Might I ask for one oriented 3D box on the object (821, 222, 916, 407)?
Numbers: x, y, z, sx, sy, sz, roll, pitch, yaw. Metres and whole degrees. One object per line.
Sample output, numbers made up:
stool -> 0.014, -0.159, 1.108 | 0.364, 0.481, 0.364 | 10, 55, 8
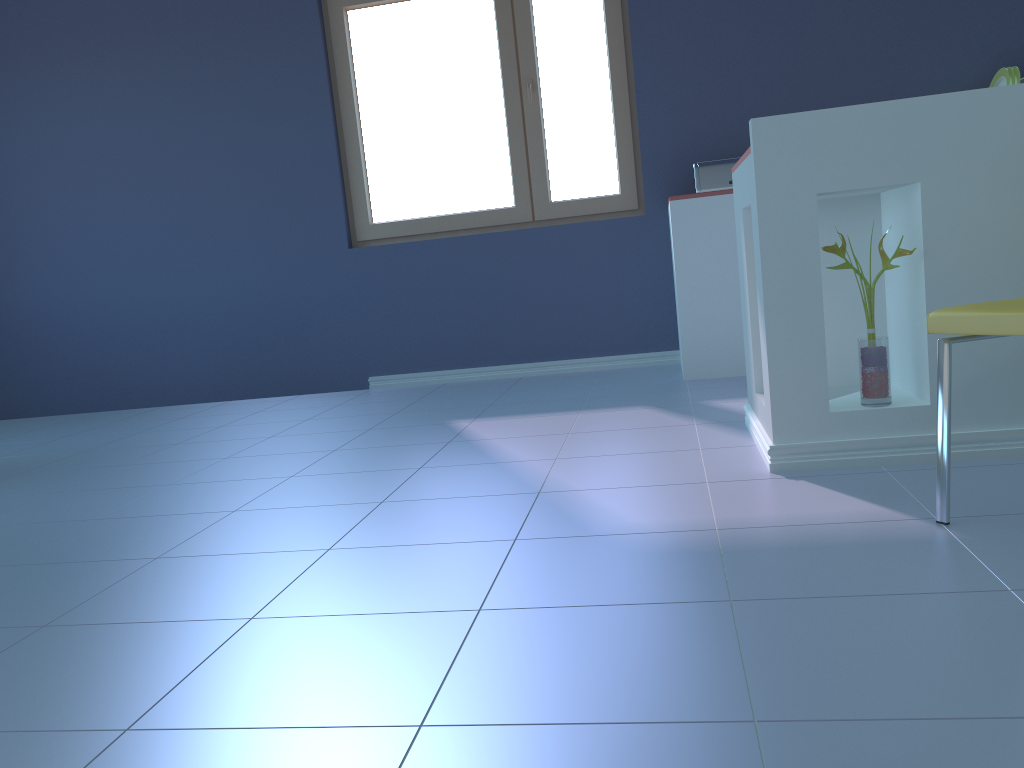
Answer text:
object -> 0.815, -0.160, 2.024 | 0.229, 0.423, 0.067 | 0, 10, 41

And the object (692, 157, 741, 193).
object -> 0.982, -0.911, 3.876 | 0.364, 0.153, 0.235 | -5, 7, 10

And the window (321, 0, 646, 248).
window -> -0.150, -1.367, 4.278 | 1.475, 1.263, 0.142 | -5, 7, 10

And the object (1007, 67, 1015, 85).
object -> 2.062, -1.218, 3.728 | 0.053, 0.214, 0.220 | -5, 7, 7

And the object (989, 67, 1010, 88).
object -> 2.041, -1.216, 3.730 | 0.053, 0.214, 0.220 | -5, 7, 7

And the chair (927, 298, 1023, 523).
chair -> 1.019, -0.123, 1.474 | 0.484, 0.695, 0.387 | -10, 8, -26

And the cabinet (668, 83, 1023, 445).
cabinet -> 1.634, -0.423, 2.927 | 2.139, 0.800, 2.200 | -5, 7, 10

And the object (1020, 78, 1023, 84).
object -> 2.460, -1.130, 3.593 | 0.611, 0.350, 0.367 | -5, 7, 10

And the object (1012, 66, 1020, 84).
object -> 2.083, -1.219, 3.725 | 0.053, 0.214, 0.220 | -5, 7, 7
